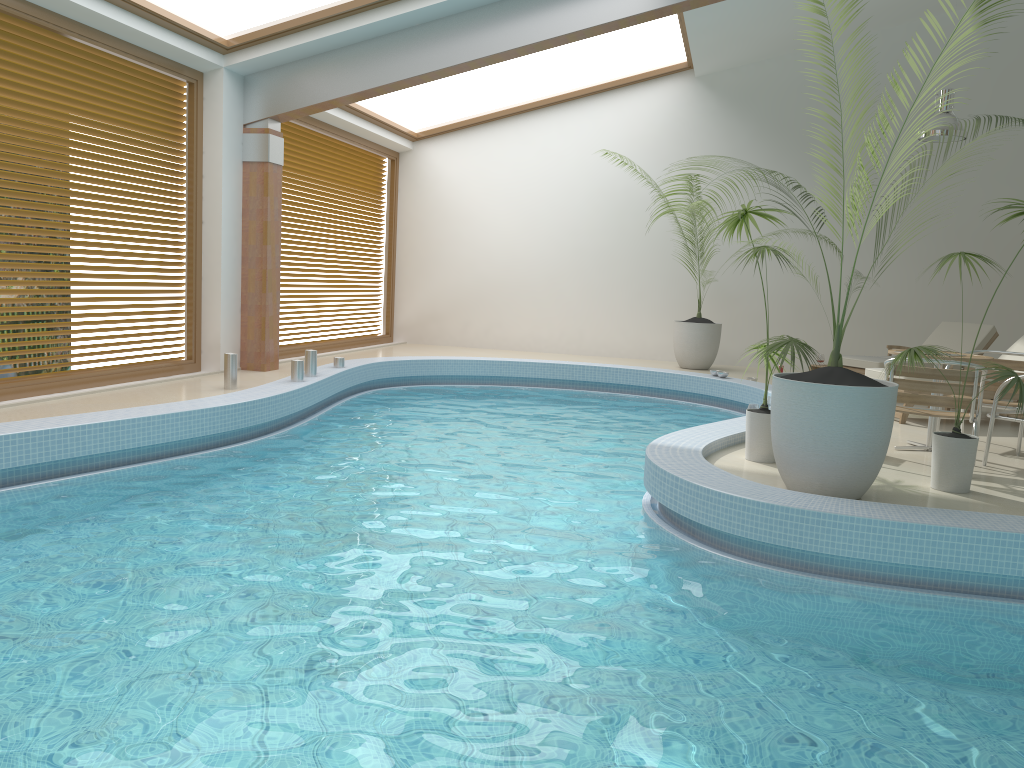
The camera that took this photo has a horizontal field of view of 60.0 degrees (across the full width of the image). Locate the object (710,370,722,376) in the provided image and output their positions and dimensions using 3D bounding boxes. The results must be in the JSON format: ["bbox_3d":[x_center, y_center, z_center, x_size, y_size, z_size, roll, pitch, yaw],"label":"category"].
[{"bbox_3d":[2.434,-0.128,10.595,0.140,0.069,0.140,1,7,-17],"label":"object"}]

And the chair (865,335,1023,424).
[{"bbox_3d":[4.377,-0.087,8.330,1.903,0.866,0.861,2,7,-8],"label":"chair"}]

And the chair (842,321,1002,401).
[{"bbox_3d":[4.615,-0.283,10.090,1.903,0.866,0.861,0,7,-24],"label":"chair"}]

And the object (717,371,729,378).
[{"bbox_3d":[2.476,-0.106,10.418,0.140,0.069,0.140,1,7,-17],"label":"object"}]

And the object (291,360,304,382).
[{"bbox_3d":[-1.973,-0.122,8.157,0.115,0.194,0.115,-2,8,-35],"label":"object"}]

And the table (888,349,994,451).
[{"bbox_3d":[3.116,0.136,6.537,0.700,0.720,0.700,7,8,33],"label":"table"}]

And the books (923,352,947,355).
[{"bbox_3d":[3.037,-0.224,6.428,0.241,0.004,0.166,-2,8,-35],"label":"books"}]

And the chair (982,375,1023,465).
[{"bbox_3d":[3.621,0.213,6.013,0.618,0.727,0.563,-2,8,-34],"label":"chair"}]

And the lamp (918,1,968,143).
[{"bbox_3d":[4.907,-3.735,9.897,0.506,1.958,0.505,4,7,14],"label":"lamp"}]

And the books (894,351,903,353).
[{"bbox_3d":[2.924,-0.229,6.456,0.241,0.004,0.166,-2,8,-35],"label":"books"}]

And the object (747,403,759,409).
[{"bbox_3d":[1.926,0.227,7.083,0.102,0.137,0.102,6,7,22],"label":"object"}]

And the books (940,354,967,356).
[{"bbox_3d":[3.139,-0.212,6.403,0.241,0.004,0.166,-2,8,-35],"label":"books"}]

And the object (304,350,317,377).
[{"bbox_3d":[-1.947,-0.201,8.583,0.115,0.254,0.115,-2,8,-35],"label":"object"}]

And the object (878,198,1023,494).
[{"bbox_3d":[2.726,-0.212,5.169,0.791,1.695,1.059,-3,9,-40],"label":"object"}]

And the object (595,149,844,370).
[{"bbox_3d":[2.755,-1.667,12.062,2.979,2.960,2.729,0,7,-22],"label":"object"}]

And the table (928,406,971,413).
[{"bbox_3d":[4.477,0.142,9.039,0.283,0.255,0.320,2,7,-8],"label":"table"}]

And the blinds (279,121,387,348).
[{"bbox_3d":[-2.639,-1.943,12.198,0.095,2.921,4.414,4,7,14],"label":"blinds"}]

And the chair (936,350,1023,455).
[{"bbox_3d":[3.715,0.115,6.878,0.563,0.727,0.618,-4,9,-43],"label":"chair"}]

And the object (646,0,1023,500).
[{"bbox_3d":[1.847,-0.880,5.010,2.979,2.960,2.729,7,8,31],"label":"object"}]

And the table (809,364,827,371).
[{"bbox_3d":[3.817,-0.092,10.746,0.283,0.255,0.320,0,7,-24],"label":"table"}]

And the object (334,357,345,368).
[{"bbox_3d":[-1.854,-0.232,9.511,0.115,0.107,0.115,-1,8,-27],"label":"object"}]

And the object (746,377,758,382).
[{"bbox_3d":[2.889,-0.038,10.694,0.140,0.069,0.140,1,7,-17],"label":"object"}]

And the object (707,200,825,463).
[{"bbox_3d":[1.625,-0.346,5.840,0.791,1.695,1.059,3,7,1],"label":"object"}]

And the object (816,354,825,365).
[{"bbox_3d":[3.754,-0.298,10.792,0.102,0.137,0.102,6,8,28],"label":"object"}]

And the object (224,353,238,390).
[{"bbox_3d":[-2.543,-0.116,8.020,0.115,0.320,0.115,-1,8,-27],"label":"object"}]

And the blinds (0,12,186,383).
[{"bbox_3d":[-3.905,-1.415,7.194,0.095,2.921,4.200,4,7,14],"label":"blinds"}]

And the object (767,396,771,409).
[{"bbox_3d":[2.238,0.176,7.641,0.102,0.137,0.102,6,7,22],"label":"object"}]

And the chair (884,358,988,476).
[{"bbox_3d":[2.800,0.181,5.939,0.618,0.727,0.563,6,7,26],"label":"chair"}]

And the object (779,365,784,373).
[{"bbox_3d":[2.199,0.063,7.298,0.109,0.435,0.109,-3,9,-41],"label":"object"}]
